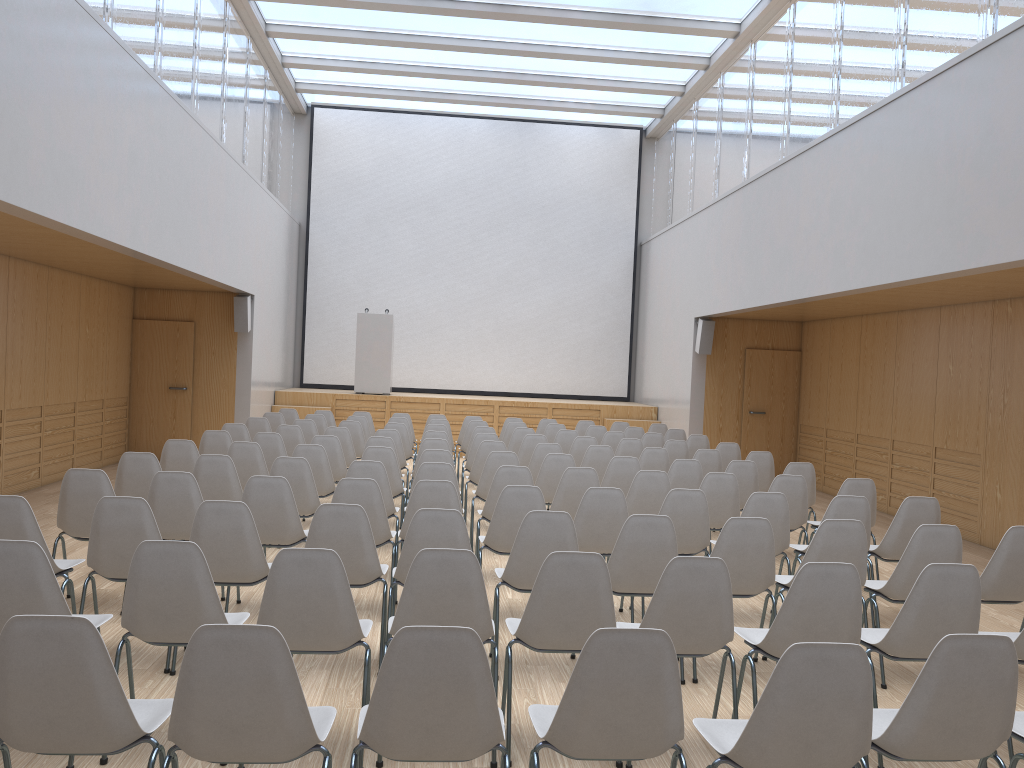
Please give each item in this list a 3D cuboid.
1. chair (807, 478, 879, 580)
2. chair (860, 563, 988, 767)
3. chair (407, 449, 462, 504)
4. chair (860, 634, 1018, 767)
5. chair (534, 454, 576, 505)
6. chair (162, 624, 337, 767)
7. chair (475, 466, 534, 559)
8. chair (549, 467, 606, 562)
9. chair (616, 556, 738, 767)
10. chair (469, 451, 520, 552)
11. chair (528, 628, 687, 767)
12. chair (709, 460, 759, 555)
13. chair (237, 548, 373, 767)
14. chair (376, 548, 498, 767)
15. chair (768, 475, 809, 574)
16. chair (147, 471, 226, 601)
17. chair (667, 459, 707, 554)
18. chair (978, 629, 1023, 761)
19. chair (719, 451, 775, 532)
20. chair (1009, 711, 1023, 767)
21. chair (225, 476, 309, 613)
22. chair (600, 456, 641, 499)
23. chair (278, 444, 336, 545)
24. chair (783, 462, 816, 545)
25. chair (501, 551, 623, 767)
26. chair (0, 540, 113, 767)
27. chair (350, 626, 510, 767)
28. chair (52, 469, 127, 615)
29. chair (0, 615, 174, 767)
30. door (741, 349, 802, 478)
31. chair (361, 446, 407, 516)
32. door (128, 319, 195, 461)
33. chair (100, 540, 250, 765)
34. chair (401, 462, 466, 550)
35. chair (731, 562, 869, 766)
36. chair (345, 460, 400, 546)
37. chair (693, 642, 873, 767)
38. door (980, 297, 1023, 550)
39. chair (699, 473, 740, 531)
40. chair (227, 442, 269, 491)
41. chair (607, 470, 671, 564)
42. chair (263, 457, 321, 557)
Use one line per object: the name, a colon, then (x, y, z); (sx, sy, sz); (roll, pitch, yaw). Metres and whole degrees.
chair: (2.562, 1.137, 6.896); (0.479, 0.876, 0.505); (2, 1, -5)
chair: (1.743, 1.160, 3.856); (0.479, 0.876, 0.505); (2, 1, -5)
chair: (-0.664, 0.976, 7.621); (0.479, 0.876, 0.505); (2, 1, -5)
chair: (1.317, 1.160, 2.844); (0.479, 0.876, 0.505); (2, 1, -5)
chair: (0.361, 1.020, 7.750); (0.479, 0.876, 0.505); (2, 1, -5)
chair: (-0.769, 1.070, 2.616); (0.479, 0.876, 0.505); (2, 1, -5)
chair: (-0.026, 1.024, 6.673); (0.479, 0.876, 0.505); (2, 1, -5)
chair: (0.467, 1.044, 6.784); (0.479, 0.876, 0.505); (2, 1, -5)
chair: (0.695, 1.114, 3.765); (0.479, 0.876, 0.505); (2, 1, -5)
chair: (-0.115, 0.999, 7.727); (0.479, 0.876, 0.505); (2, 1, -5)
chair: (0.293, 1.116, 2.746); (0.479, 0.876, 0.505); (2, 1, -5)
chair: (1.948, 1.090, 7.887); (0.479, 0.876, 0.505); (2, 1, -5)
chair: (-0.808, 1.049, 3.595); (0.479, 0.876, 0.505); (2, 1, -5)
chair: (-0.294, 1.070, 3.698); (0.479, 0.876, 0.505); (2, 1, -5)
chair: (2.048, 1.113, 6.911); (0.479, 0.876, 0.505); (2, 1, -5)
chair: (-2.057, 0.953, 5.553); (0.479, 0.876, 0.505); (2, 1, -5)
chair: (1.440, 1.069, 7.761); (0.479, 0.876, 0.505); (2, 1, -5)
chair: (2.304, 1.185, 3.885); (0.479, 0.876, 0.505); (2, 1, -5)
chair: (2.392, 1.089, 8.929); (0.479, 0.876, 0.505); (2, 1, -5)
chair: (1.866, 1.184, 2.881); (0.479, 0.876, 0.505); (2, 1, -5)
chair: (-1.494, 0.979, 5.542); (0.479, 0.876, 0.505); (2, 1, -5)
chair: (0.918, 1.045, 7.757); (0.479, 0.876, 0.505); (2, 1, -5)
chair: (-1.707, 0.930, 7.571); (0.479, 0.876, 0.505); (2, 1, -5)
chair: (2.468, 1.112, 7.960); (0.479, 0.876, 0.505); (2, 1, -5)
chair: (0.211, 1.092, 3.752); (0.479, 0.876, 0.505); (2, 1, -5)
chair: (-1.881, 1.002, 3.502); (0.479, 0.876, 0.505); (2, 1, -5)
chair: (-0.244, 1.092, 2.681); (0.479, 0.876, 0.505); (2, 1, -5)
chair: (-2.555, 0.932, 5.492); (0.479, 0.876, 0.505); (2, 1, -5)
chair: (-1.272, 1.047, 2.620); (0.479, 0.876, 0.505); (2, 1, -5)
door: (3.969, 0.495, 13.572); (0.873, 2.024, 0.108); (2, 1, -5)
chair: (-1.144, 0.954, 7.648); (0.479, 0.876, 0.505); (2, 1, -5)
door: (-5.075, 0.099, 12.791); (0.873, 2.024, 0.108); (2, 1, -5)
chair: (-1.341, 1.024, 3.618); (0.479, 0.876, 0.505); (2, 1, -5)
chair: (-0.585, 0.998, 6.665); (0.479, 0.876, 0.505); (2, 1, -5)
chair: (1.218, 1.137, 3.770); (0.479, 0.876, 0.505); (2, 1, -5)
chair: (-1.072, 0.978, 6.582); (0.479, 0.876, 0.505); (2, 1, -5)
chair: (0.823, 1.141, 2.691); (0.479, 0.876, 0.505); (2, 1, -5)
door: (4.957, 0.423, 7.627); (0.256, 2.492, 2.701); (2, 1, -5)
chair: (1.513, 1.090, 6.846); (0.479, 0.876, 0.505); (2, 1, -5)
chair: (-2.234, 0.906, 7.544); (0.479, 0.876, 0.505); (2, 1, -5)
chair: (0.993, 1.068, 6.782); (0.479, 0.876, 0.505); (2, 1, -5)
chair: (-1.618, 0.953, 6.594); (0.479, 0.876, 0.505); (2, 1, -5)
